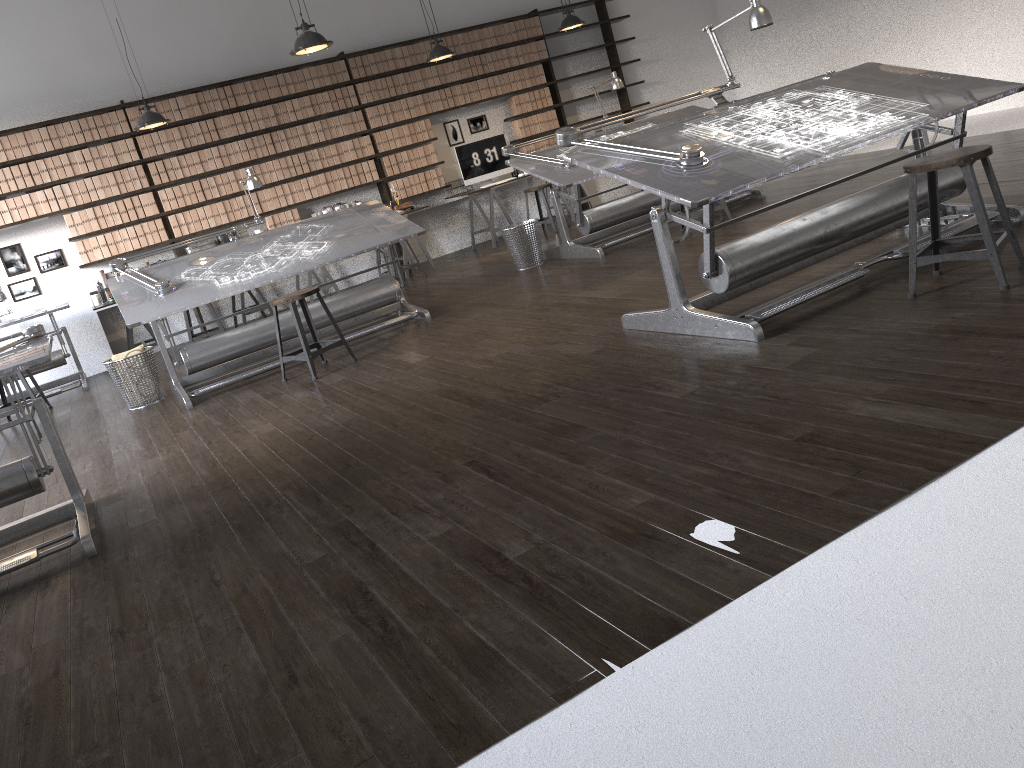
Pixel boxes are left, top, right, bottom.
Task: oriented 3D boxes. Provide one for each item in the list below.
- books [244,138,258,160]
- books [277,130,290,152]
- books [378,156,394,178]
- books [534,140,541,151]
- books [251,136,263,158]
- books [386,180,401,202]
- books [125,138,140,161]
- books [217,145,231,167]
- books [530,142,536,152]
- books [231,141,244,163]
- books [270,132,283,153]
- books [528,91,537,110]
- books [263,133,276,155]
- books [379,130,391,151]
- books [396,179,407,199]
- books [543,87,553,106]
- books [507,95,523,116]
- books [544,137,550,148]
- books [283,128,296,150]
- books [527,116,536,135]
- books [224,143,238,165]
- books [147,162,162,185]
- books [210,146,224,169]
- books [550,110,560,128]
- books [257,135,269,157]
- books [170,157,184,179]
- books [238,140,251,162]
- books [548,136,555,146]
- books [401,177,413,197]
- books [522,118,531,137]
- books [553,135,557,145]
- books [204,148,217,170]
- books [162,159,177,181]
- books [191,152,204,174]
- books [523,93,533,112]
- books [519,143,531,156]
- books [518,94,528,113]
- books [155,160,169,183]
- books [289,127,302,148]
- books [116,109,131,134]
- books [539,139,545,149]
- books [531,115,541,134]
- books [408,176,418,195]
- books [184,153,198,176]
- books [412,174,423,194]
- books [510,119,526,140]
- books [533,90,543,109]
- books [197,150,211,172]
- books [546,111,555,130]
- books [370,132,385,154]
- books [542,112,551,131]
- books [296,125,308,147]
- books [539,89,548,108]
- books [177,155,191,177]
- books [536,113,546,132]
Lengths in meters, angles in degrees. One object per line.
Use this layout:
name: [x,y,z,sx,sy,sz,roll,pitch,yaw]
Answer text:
books: [-2.742,-2.446,9.267,0.067,0.223,0.175,-22,14,-23]
books: [-2.446,-2.570,9.409,0.067,0.223,0.175,-22,14,-23]
books: [-1.414,-2.432,9.940,0.067,0.223,0.175,-22,14,-23]
books: [0.280,-2.848,10.754,0.067,0.223,0.175,-22,14,-23]
books: [-2.690,-2.469,9.297,0.067,0.223,0.175,-22,14,-23]
books: [-1.336,-2.174,9.994,0.067,0.223,0.175,-22,14,-23]
books: [-3.758,-2.310,8.771,0.067,0.223,0.175,-22,14,-23]
books: [-2.987,-2.345,9.158,0.067,0.223,0.175,-22,14,-23]
books: [0.225,-2.824,10.723,0.067,0.223,0.175,-22,14,-23]
books: [-2.867,-2.395,9.213,0.067,0.223,0.175,-22,14,-23]
books: [-2.508,-2.545,9.385,0.067,0.223,0.175,-22,14,-23]
books: [0.214,-3.398,10.683,0.067,0.223,0.175,-22,14,-23]
books: [-2.570,-2.518,9.350,0.067,0.223,0.175,-22,14,-23]
books: [-1.444,-2.706,9.903,0.067,0.223,0.175,-22,14,-23]
books: [-1.272,-2.200,10.020,0.067,0.223,0.175,-22,14,-23]
books: [0.407,-3.477,10.771,0.067,0.223,0.175,-22,14,-23]
books: [0.033,-3.322,10.597,0.067,0.223,0.175,-22,14,-23]
books: [0.392,-2.894,10.802,0.067,0.223,0.175,-22,14,-23]
books: [-2.387,-2.596,9.441,0.067,0.223,0.175,-22,14,-23]
books: [0.195,-3.103,10.695,0.067,0.223,0.175,-22,14,-23]
books: [-2.929,-2.370,9.188,0.067,0.223,0.175,-22,14,-23]
books: [-3.587,-2.096,8.879,0.067,0.223,0.175,-22,14,-23]
books: [-3.046,-2.320,9.127,0.067,0.223,0.175,-22,14,-23]
books: [0.487,-3.224,10.831,0.067,0.223,0.175,-22,14,-23]
books: [-2.636,-2.492,9.325,0.067,0.223,0.175,-22,14,-23]
books: [-3.397,-2.174,8.963,0.067,0.223,0.175,-22,14,-23]
books: [-2.804,-2.420,9.239,0.067,0.223,0.175,-22,14,-23]
books: [0.450,-2.919,10.834,0.067,0.223,0.175,-22,14,-23]
books: [-1.211,-2.225,10.049,0.067,0.223,0.175,-22,14,-23]
books: [0.136,-3.078,10.666,0.067,0.223,0.175,-22,14,-23]
books: [0.509,-2.944,10.864,0.067,0.223,0.175,-22,14,-23]
books: [-3.108,-2.294,9.099,0.067,0.223,0.175,-22,14,-23]
books: [-3.459,-2.149,8.938,0.067,0.223,0.175,-22,14,-23]
books: [-3.217,-2.248,9.045,0.067,0.223,0.175,-22,14,-23]
books: [0.156,-3.372,10.650,0.067,0.223,0.175,-22,14,-23]
books: [0.165,-2.801,10.701,0.067,0.223,0.175,-22,14,-23]
books: [0.093,-3.347,10.626,0.067,0.223,0.175,-22,14,-23]
books: [-3.521,-2.122,8.903,0.067,0.223,0.175,-22,14,-23]
books: [-2.327,-2.621,9.469,0.067,0.223,0.175,-22,14,-23]
books: [-3.827,-2.570,8.716,0.067,0.223,0.175,-22,14,-23]
books: [0.334,-2.870,10.778,0.067,0.223,0.175,-22,14,-23]
books: [0.256,-3.127,10.720,0.067,0.223,0.175,-22,14,-23]
books: [-1.159,-2.248,10.078,0.067,0.223,0.175,-22,14,-23]
books: [-3.278,-2.225,9.023,0.067,0.223,0.175,-22,14,-23]
books: [-1.104,-2.272,10.106,0.067,0.223,0.175,-22,14,-23]
books: [0.078,-3.052,10.634,0.067,0.223,0.175,-22,14,-23]
books: [0.281,-3.424,10.708,0.067,0.223,0.175,-22,14,-23]
books: [-3.163,-2.272,9.076,0.067,0.223,0.175,-22,14,-23]
books: [0.428,-3.199,10.802,0.067,0.223,0.175,-22,14,-23]
books: [-1.504,-2.681,9.877,0.067,0.223,0.175,-22,14,-23]
books: [0.376,-3.176,10.772,0.067,0.223,0.175,-22,14,-23]
books: [-2.266,-2.644,9.491,0.067,0.223,0.175,-22,14,-23]
books: [0.341,-3.450,10.743,0.067,0.223,0.175,-22,14,-23]
books: [-3.338,-2.199,8.995,0.067,0.223,0.175,-22,14,-23]
books: [0.320,-3.152,10.746,0.067,0.223,0.175,-22,14,-23]
